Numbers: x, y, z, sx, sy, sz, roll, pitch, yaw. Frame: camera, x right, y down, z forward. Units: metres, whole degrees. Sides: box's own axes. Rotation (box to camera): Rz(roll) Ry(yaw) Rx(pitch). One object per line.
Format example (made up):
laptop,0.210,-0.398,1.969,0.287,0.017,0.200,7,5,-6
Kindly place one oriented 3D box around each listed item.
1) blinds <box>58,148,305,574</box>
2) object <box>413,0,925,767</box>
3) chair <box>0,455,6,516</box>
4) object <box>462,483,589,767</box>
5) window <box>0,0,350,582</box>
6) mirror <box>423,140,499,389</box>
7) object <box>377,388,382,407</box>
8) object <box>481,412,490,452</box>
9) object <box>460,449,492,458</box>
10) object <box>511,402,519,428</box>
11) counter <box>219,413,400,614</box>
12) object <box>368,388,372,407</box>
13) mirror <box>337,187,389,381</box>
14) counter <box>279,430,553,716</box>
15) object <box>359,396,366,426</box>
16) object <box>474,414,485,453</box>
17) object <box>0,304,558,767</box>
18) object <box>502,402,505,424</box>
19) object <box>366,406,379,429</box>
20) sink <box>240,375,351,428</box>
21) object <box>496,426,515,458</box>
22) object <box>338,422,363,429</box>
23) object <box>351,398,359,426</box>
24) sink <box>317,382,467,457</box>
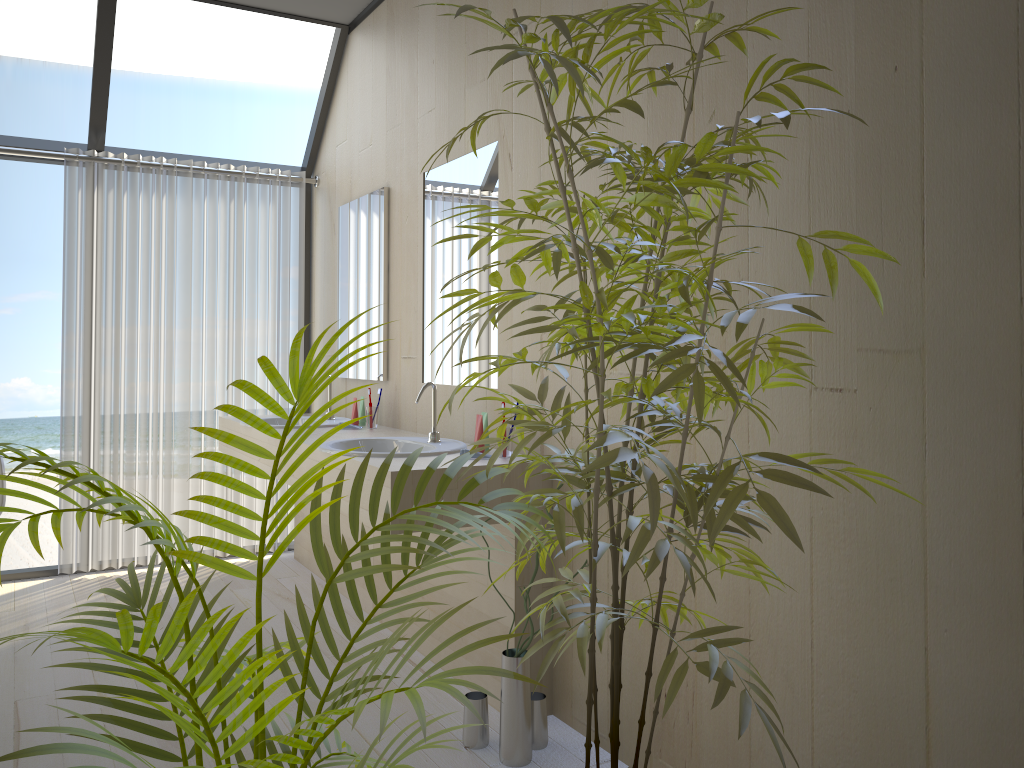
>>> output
blinds,-1.675,-0.127,4.588,1.182,2.073,0.084,0,-1,-29
object,0.230,0.182,1.561,0.787,1.759,0.934,0,-1,-4
chair,-2.411,0.467,3.763,0.369,0.348,0.454,0,1,-1
object,0.068,0.655,2.529,0.406,0.750,0.274,1,-1,-41
window,-2.993,-0.440,3.639,4.560,2.817,0.744,0,-1,-29
mirror,-0.194,-0.426,3.350,0.023,0.869,0.653,1,-1,-29
object,-0.593,0.106,3.858,0.054,0.175,0.012,0,-1,-4
object,-0.093,0.163,2.972,0.039,0.135,0.039,0,-1,12
object,-0.111,0.219,2.777,0.104,0.029,0.032,1,1,11
object,-0.005,0.145,2.805,0.054,0.175,0.012,0,-1,-4
counter,-0.981,0.578,4.170,0.550,0.791,1.205,0,1,-29
object,-0.614,0.106,3.828,0.012,0.178,0.050,0,-1,10
mirror,-0.723,-0.459,4.241,0.023,0.869,0.653,1,-1,-29
counter,-0.392,0.617,3.117,0.550,0.791,1.205,0,1,-29
object,-0.681,0.124,4.024,0.039,0.135,0.039,0,-1,19
object,-0.105,0.167,2.858,0.039,0.135,0.039,0,-1,12
object,-0.404,0.481,1.153,0.916,1.158,0.750,0,0,4
object,-0.026,0.145,2.775,0.012,0.178,0.050,0,-1,10
object,-0.609,0.147,3.856,0.058,0.100,0.058,0,-1,-22
sink,-1.004,0.164,4.128,0.504,0.420,0.574,0,1,-26
object,-0.021,0.186,2.803,0.058,0.100,0.058,0,-1,-19
object,-0.699,0.180,3.829,0.104,0.029,0.032,1,1,11
object,-0.694,0.128,3.911,0.039,0.135,0.039,0,-1,19
sink,-0.416,0.203,3.075,0.504,0.420,0.574,0,1,-26
